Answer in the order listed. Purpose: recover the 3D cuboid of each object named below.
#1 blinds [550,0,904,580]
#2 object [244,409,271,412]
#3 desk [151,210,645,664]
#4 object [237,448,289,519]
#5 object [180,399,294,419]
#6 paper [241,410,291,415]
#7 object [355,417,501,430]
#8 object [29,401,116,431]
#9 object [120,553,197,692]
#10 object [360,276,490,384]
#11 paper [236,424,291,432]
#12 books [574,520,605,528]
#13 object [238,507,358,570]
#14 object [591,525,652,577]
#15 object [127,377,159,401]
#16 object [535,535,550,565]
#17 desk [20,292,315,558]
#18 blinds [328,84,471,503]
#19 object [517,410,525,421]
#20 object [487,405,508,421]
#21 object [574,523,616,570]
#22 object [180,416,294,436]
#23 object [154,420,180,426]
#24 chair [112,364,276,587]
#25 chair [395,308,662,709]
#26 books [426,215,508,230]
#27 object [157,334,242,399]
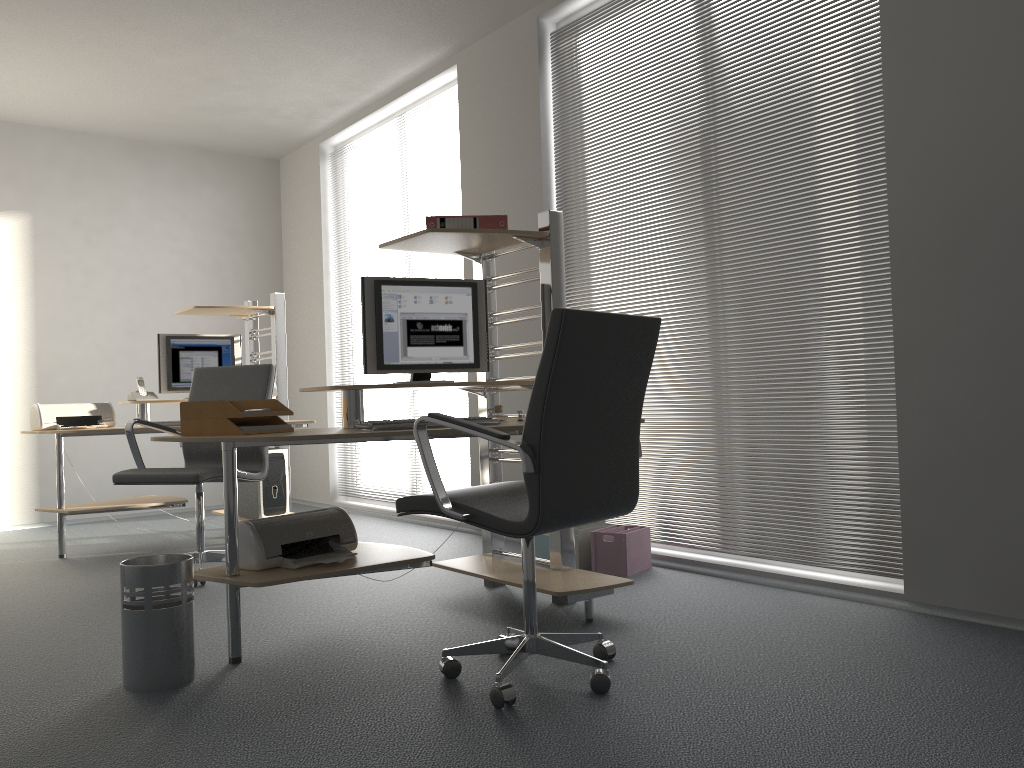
[{"bbox_3d":[0.855,-0.614,4.134,0.022,2.770,1.950,-1,-1,-37],"label":"blinds"},{"bbox_3d":[-0.857,0.089,2.989,0.008,0.009,0.159,-2,-1,17],"label":"object"},{"bbox_3d":[-0.393,0.105,3.153,1.469,1.566,0.967,-1,-1,-37],"label":"desk"},{"bbox_3d":[-1.598,0.623,5.628,0.199,0.422,0.471,-1,-1,-37],"label":"object"},{"bbox_3d":[-0.944,0.085,3.044,0.309,0.060,0.225,-3,-1,32],"label":"object"},{"bbox_3d":[-0.943,0.102,3.043,0.297,0.010,0.210,-3,-1,32],"label":"paper"},{"bbox_3d":[-0.420,0.169,3.277,0.478,0.082,0.814,-1,-1,-30],"label":"object"},{"bbox_3d":[-2.591,0.188,5.294,0.351,0.162,0.438,-3,-1,45],"label":"object"},{"bbox_3d":[-1.073,0.722,2.695,0.208,0.377,0.208,-2,-1,6],"label":"object"},{"bbox_3d":[-0.352,-0.208,3.564,0.516,0.418,0.245,-2,-1,-15],"label":"object"},{"bbox_3d":[-0.941,0.153,3.042,0.297,0.019,0.210,-3,-1,32],"label":"paper"},{"bbox_3d":[0.361,0.719,4.310,0.220,0.306,0.068,-1,-1,-37],"label":"books"},{"bbox_3d":[-0.709,0.533,3.075,0.351,0.162,0.438,-3,-1,37],"label":"object"},{"bbox_3d":[0.513,0.782,4.157,0.185,0.202,0.245,-3,-1,35],"label":"object"},{"bbox_3d":[-2.303,0.029,5.526,0.119,0.151,0.150,-3,-1,39],"label":"object"},{"bbox_3d":[0.243,0.797,4.468,0.245,0.202,0.185,-1,-1,-37],"label":"object"},{"bbox_3d":[-2.079,0.203,5.379,1.469,1.566,0.967,-1,-1,-37],"label":"desk"},{"bbox_3d":[-0.837,-0.516,6.364,0.037,2.749,1.950,-1,-1,-37],"label":"blinds"},{"bbox_3d":[0.037,0.124,3.497,0.022,0.042,0.134,-2,-1,5],"label":"object"},{"bbox_3d":[-0.068,0.117,3.512,0.054,0.064,0.159,-2,-1,20],"label":"object"},{"bbox_3d":[0.355,0.790,4.321,0.245,0.202,0.185,-1,-1,-37],"label":"object"},{"bbox_3d":[-0.942,0.141,3.043,0.309,0.060,0.225,-3,-1,32],"label":"object"},{"bbox_3d":[-2.066,0.266,5.513,0.478,0.082,0.814,-1,-1,-30],"label":"object"},{"bbox_3d":[-1.542,0.425,4.389,0.584,1.048,0.652,-2,-1,19],"label":"chair"},{"bbox_3d":[0.054,0.338,2.618,0.652,1.048,0.584,-3,-1,39],"label":"chair"},{"bbox_3d":[-0.188,-0.624,3.609,0.320,0.072,0.262,-2,-1,-5],"label":"books"},{"bbox_3d":[-2.027,-0.110,5.771,0.516,0.418,0.245,-2,-1,-22],"label":"object"}]
